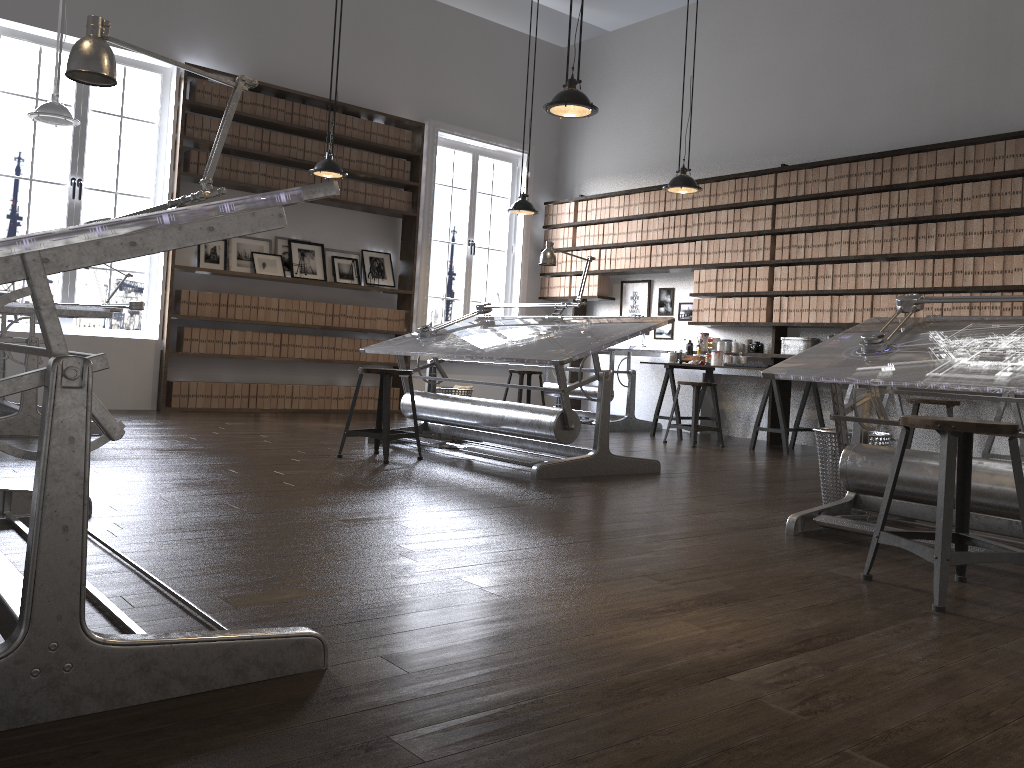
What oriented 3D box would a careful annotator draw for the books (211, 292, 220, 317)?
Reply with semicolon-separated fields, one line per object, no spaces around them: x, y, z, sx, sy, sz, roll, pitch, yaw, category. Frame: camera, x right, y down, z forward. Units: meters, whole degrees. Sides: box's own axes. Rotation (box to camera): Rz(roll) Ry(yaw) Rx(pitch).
-2.699;-0.707;7.963;0.066;0.226;0.175;4;-1;-39;books

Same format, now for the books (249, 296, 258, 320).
-2.420;-0.697;8.191;0.066;0.226;0.175;4;-1;-39;books

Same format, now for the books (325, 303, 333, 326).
-1.831;-0.676;8.675;0.066;0.226;0.175;4;-1;-39;books

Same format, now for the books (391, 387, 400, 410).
-1.243;0.150;9.174;0.066;0.226;0.175;4;-1;-39;books

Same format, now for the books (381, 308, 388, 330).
-1.345;-0.659;9.066;0.067;0.226;0.175;4;-1;-39;books

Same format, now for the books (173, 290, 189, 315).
-2.908;-0.715;7.787;0.066;0.226;0.174;4;-1;-39;books

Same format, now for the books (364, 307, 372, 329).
-1.495;-0.664;8.941;0.067;0.226;0.175;4;-1;-39;books

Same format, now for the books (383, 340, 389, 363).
-1.333;-0.336;9.090;0.066;0.226;0.175;4;-1;-39;books

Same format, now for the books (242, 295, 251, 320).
-2.475;-0.699;8.146;0.066;0.226;0.174;4;-1;-39;books

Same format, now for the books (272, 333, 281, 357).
-2.251;-0.369;8.338;0.066;0.226;0.175;4;-1;-39;books

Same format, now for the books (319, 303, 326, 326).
-1.888;-0.678;8.625;0.066;0.226;0.175;4;-1;-39;books

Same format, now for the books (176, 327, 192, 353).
-2.893;-0.391;7.803;0.067;0.226;0.175;4;-1;-39;books

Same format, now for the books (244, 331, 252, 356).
-2.463;-0.376;8.156;0.067;0.226;0.175;4;-1;-39;books

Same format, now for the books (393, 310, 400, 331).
-1.240;-0.655;9.159;0.066;0.226;0.174;4;-1;-39;books

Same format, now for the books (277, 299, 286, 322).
-2.209;-0.690;8.358;0.067;0.226;0.175;4;-1;-39;books

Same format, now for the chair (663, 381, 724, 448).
1.510;0.247;7.289;0.358;0.528;0.372;4;0;-31;chair

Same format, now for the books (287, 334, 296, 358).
-2.136;-0.364;8.432;0.066;0.226;0.175;4;-1;-39;books

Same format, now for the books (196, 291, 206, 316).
-2.795;-0.710;7.876;0.067;0.226;0.175;4;-1;-39;books

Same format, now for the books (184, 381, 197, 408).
-2.861;0.092;7.843;0.067;0.226;0.175;4;-1;-39;books

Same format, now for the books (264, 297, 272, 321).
-2.315;-0.693;8.275;0.066;0.226;0.175;4;-1;-39;books

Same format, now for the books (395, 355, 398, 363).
-1.221;-0.332;9.176;0.066;0.226;0.174;4;-1;-39;books

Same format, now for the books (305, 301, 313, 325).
-1.990;-0.682;8.536;0.066;0.226;0.175;4;-1;-39;books

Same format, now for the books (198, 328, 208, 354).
-2.783;-0.387;7.897;0.066;0.226;0.174;4;-1;-39;books

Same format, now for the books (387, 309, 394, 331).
-1.293;-0.657;9.114;0.066;0.226;0.175;4;-1;-39;books

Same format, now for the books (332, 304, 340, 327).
-1.770;-0.674;8.717;0.067;0.226;0.175;4;-1;-39;books

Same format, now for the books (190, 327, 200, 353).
-2.837;-0.389;7.849;0.066;0.226;0.175;4;-1;-39;books

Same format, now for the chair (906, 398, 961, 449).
2.705;0.363;5.718;0.372;0.528;0.358;3;0;24;chair

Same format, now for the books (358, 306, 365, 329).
-1.551;-0.666;8.903;0.066;0.226;0.175;4;-1;-39;books

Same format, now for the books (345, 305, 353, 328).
-1.658;-0.670;8.810;0.066;0.226;0.174;4;-1;-39;books

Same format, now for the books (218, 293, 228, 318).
-2.639;-0.705;8.005;0.067;0.226;0.175;4;-1;-39;books

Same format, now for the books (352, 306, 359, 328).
-1.606;-0.668;8.858;0.066;0.226;0.174;4;-1;-39;books

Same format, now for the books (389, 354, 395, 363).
-1.278;-0.334;9.135;0.066;0.226;0.174;4;-1;-39;books

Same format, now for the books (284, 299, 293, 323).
-2.157;-0.688;8.406;0.066;0.226;0.175;4;-1;-39;books

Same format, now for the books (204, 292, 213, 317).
-2.749;-0.709;7.919;0.066;0.226;0.175;4;-1;-39;books

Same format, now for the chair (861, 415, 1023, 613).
1.308;0.369;2.623;0.358;0.528;0.372;3;0;-11;chair

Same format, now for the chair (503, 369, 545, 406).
0.112;0.138;8.225;0.358;0.528;0.372;4;0;-31;chair

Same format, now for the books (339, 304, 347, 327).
-1.716;-0.672;8.769;0.066;0.226;0.175;4;-1;-39;books

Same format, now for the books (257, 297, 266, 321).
-2.364;-0.695;8.229;0.067;0.226;0.175;4;-1;-39;books

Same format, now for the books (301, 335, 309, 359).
-2.027;-0.360;8.517;0.066;0.226;0.174;4;-1;-39;books

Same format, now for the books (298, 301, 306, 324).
-2.048;-0.684;8.492;0.066;0.226;0.174;4;-1;-39;books

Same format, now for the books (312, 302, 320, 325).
-1.934;-0.680;8.581;0.067;0.226;0.175;4;-1;-39;books

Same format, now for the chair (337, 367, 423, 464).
-0.743;0.176;5.119;0.359;0.528;0.371;3;0;29;chair

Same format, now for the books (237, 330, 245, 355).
-2.518;-0.378;8.117;0.066;0.226;0.175;4;-1;-39;books

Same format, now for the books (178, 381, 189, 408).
-2.918;0.090;7.802;0.066;0.226;0.175;4;-1;-39;books

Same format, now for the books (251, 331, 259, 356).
-2.415;-0.374;8.203;0.066;0.226;0.175;4;-1;-39;books

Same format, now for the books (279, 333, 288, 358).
-2.190;-0.366;8.381;0.067;0.226;0.175;4;-1;-39;books

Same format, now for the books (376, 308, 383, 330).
-1.397;-0.661;9.026;0.066;0.226;0.175;4;-1;-39;books

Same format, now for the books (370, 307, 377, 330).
-1.447;-0.663;8.987;0.066;0.226;0.175;4;-1;-39;books

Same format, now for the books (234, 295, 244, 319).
-2.527;-0.701;8.098;0.066;0.226;0.174;4;-1;-39;books

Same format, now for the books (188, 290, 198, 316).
-2.850;-0.712;7.830;0.066;0.226;0.175;4;-1;-39;books

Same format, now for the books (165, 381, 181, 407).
-2.973;0.088;7.759;0.066;0.226;0.174;4;-1;-39;books

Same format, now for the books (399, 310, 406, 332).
-1.186;-0.653;9.195;0.067;0.226;0.175;4;-1;-39;books

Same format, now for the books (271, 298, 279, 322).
-2.266;-0.692;8.314;0.066;0.226;0.175;4;-1;-39;books

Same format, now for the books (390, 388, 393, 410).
-1.303;0.148;9.128;0.066;0.226;0.175;4;-1;-39;books

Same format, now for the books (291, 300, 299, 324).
-2.104;-0.686;8.451;0.066;0.226;0.174;4;-1;-39;books

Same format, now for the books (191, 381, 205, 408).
-2.806;0.094;7.891;0.066;0.226;0.175;4;-1;-39;books

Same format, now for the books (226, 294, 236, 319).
-2.584;-0.703;8.057;0.066;0.226;0.175;4;-1;-39;books

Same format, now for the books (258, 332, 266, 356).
-2.360;-0.372;8.248;0.066;0.226;0.174;4;-1;-39;books
